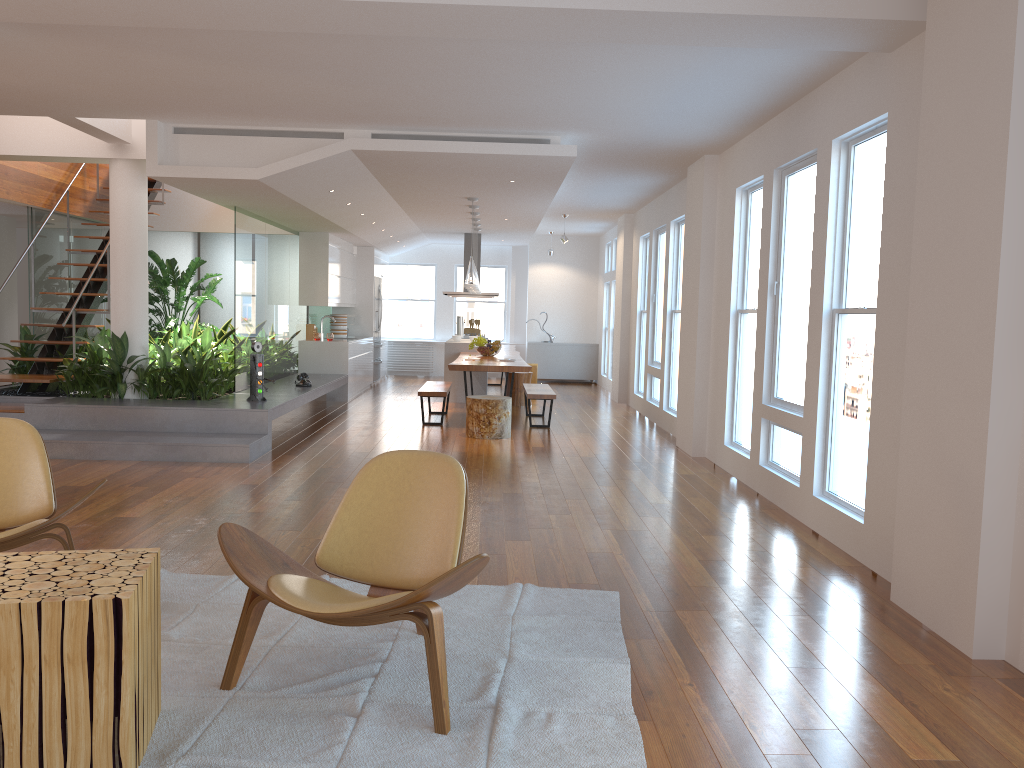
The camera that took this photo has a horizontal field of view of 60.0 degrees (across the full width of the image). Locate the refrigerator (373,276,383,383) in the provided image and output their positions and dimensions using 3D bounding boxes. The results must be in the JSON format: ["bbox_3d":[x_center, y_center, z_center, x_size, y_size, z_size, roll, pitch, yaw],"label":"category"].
[{"bbox_3d":[-2.560,-0.919,14.987,0.725,1.772,0.908,1,5,-1],"label":"refrigerator"}]

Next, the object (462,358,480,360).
[{"bbox_3d":[-0.478,-0.290,10.350,0.222,0.020,0.222,5,6,39],"label":"object"}]

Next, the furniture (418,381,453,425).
[{"bbox_3d":[-0.888,0.219,10.368,0.316,0.389,1.433,1,5,-1],"label":"furniture"}]

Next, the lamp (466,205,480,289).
[{"bbox_3d":[-0.466,-1.674,10.653,0.160,1.060,0.160,4,5,25],"label":"lamp"}]

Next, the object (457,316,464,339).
[{"bbox_3d":[-0.813,-0.904,14.154,0.172,0.356,0.120,-3,6,-43],"label":"object"}]

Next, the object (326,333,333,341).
[{"bbox_3d":[-2.503,-0.647,12.191,0.094,0.106,0.094,2,5,4],"label":"object"}]

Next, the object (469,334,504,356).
[{"bbox_3d":[-0.326,-0.492,11.330,0.394,0.284,0.292,-2,6,-37],"label":"object"}]

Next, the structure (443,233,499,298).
[{"bbox_3d":[-0.645,-2.120,14.492,0.909,1.405,0.900,1,5,-1],"label":"structure"}]

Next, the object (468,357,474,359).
[{"bbox_3d":[-0.478,-0.296,10.349,0.070,0.030,0.079,-2,6,-38],"label":"object"}]

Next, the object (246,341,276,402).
[{"bbox_3d":[-2.351,-0.114,8.333,0.318,0.565,0.134,5,6,35],"label":"object"}]

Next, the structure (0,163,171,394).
[{"bbox_3d":[-3.889,-1.940,10.360,2.552,4.265,4.591,1,5,-1],"label":"structure"}]

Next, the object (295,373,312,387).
[{"bbox_3d":[-2.380,-0.052,10.060,0.216,0.155,0.181,-2,6,-37],"label":"object"}]

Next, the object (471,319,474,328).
[{"bbox_3d":[-0.670,-0.954,15.051,0.057,0.299,0.019,1,5,-1],"label":"object"}]

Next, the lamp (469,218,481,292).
[{"bbox_3d":[-0.500,-1.791,12.094,0.160,1.060,0.160,4,5,25],"label":"lamp"}]

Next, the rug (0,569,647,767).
[{"bbox_3d":[-1.358,1.012,2.443,3.525,0.057,3.478,2,5,3],"label":"rug"}]

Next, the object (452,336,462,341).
[{"bbox_3d":[-0.792,-0.653,12.753,0.152,0.082,0.152,5,6,38],"label":"object"}]

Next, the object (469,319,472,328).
[{"bbox_3d":[-0.705,-0.956,15.069,0.061,0.299,0.040,1,5,-4],"label":"object"}]

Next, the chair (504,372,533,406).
[{"bbox_3d":[0.084,0.062,12.261,0.396,0.455,0.402,1,5,-11],"label":"chair"}]

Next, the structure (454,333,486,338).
[{"bbox_3d":[-0.684,-0.797,14.626,0.520,0.073,0.650,1,5,-1],"label":"structure"}]

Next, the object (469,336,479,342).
[{"bbox_3d":[-0.540,-0.637,12.636,0.152,0.082,0.152,-2,6,-41],"label":"object"}]

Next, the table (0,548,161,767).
[{"bbox_3d":[-1.301,0.788,2.450,0.548,0.534,0.489,0,5,-13],"label":"table"}]

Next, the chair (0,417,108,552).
[{"bbox_3d":[-2.109,0.562,3.620,0.856,0.752,0.867,2,5,4],"label":"chair"}]

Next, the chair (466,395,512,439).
[{"bbox_3d":[-0.237,0.334,9.049,0.460,0.400,0.460,2,5,8],"label":"chair"}]

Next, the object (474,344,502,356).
[{"bbox_3d":[-0.302,-0.427,11.321,0.360,0.159,0.360,-2,6,-38],"label":"object"}]

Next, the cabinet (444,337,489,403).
[{"bbox_3d":[-0.676,-0.273,13.746,0.597,0.832,2.936,1,5,-1],"label":"cabinet"}]

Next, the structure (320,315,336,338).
[{"bbox_3d":[-2.746,-0.762,13.242,0.248,0.536,0.115,1,5,-1],"label":"structure"}]

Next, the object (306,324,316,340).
[{"bbox_3d":[-2.832,-0.734,12.495,0.104,0.222,0.200,1,5,-1],"label":"object"}]

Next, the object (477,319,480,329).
[{"bbox_3d":[-0.570,-0.952,15.074,0.057,0.294,0.030,1,5,-2],"label":"object"}]

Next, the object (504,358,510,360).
[{"bbox_3d":[-0.056,-0.282,10.313,0.079,0.030,0.070,6,6,42],"label":"object"}]

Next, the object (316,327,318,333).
[{"bbox_3d":[-2.824,-0.728,12.745,0.100,0.170,0.173,2,5,0],"label":"object"}]

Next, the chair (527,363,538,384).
[{"bbox_3d":[0.238,-0.106,14.474,0.344,0.430,0.549,2,5,2],"label":"chair"}]

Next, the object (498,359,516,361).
[{"bbox_3d":[-0.056,-0.276,10.313,0.222,0.020,0.222,1,5,-9],"label":"object"}]

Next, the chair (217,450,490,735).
[{"bbox_3d":[-0.442,0.661,2.947,0.867,0.752,0.856,-3,6,-41],"label":"chair"}]

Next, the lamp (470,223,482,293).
[{"bbox_3d":[-0.517,-1.849,12.815,0.160,1.060,0.160,4,5,25],"label":"lamp"}]

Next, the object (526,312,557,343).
[{"bbox_3d":[0.556,-1.048,16.329,0.590,0.563,0.210,-1,5,-30],"label":"object"}]

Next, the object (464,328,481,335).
[{"bbox_3d":[-0.707,-0.877,15.066,0.353,0.157,0.084,1,5,-1],"label":"object"}]

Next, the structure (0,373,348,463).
[{"bbox_3d":[-3.717,0.198,9.873,3.088,0.386,5.584,1,5,-1],"label":"structure"}]

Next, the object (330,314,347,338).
[{"bbox_3d":[-2.699,-0.901,13.788,0.267,0.356,0.266,4,5,24],"label":"object"}]

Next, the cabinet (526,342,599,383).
[{"bbox_3d":[0.922,-0.400,16.434,1.309,0.725,0.420,1,5,-1],"label":"cabinet"}]

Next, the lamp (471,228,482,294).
[{"bbox_3d":[-0.534,-1.908,13.535,0.160,1.060,0.160,4,5,25],"label":"lamp"}]

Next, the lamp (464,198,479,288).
[{"bbox_3d":[-0.449,-1.615,9.933,0.160,1.060,0.160,4,5,25],"label":"lamp"}]

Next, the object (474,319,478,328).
[{"bbox_3d":[-0.606,-0.952,15.055,0.068,0.298,0.039,1,5,-1],"label":"object"}]

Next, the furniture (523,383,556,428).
[{"bbox_3d":[0.304,0.249,10.398,0.316,0.389,1.433,1,5,-1],"label":"furniture"}]

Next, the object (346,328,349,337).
[{"bbox_3d":[-2.744,-0.851,14.179,0.265,0.196,0.284,5,6,41],"label":"object"}]

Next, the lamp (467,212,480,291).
[{"bbox_3d":[-0.483,-1.732,11.374,0.160,1.060,0.160,4,5,25],"label":"lamp"}]

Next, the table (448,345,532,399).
[{"bbox_3d":[-0.311,-0.088,12.368,0.893,0.704,5.996,1,5,-1],"label":"table"}]

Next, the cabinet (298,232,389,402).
[{"bbox_3d":[-2.591,-1.074,14.229,0.676,2.280,4.565,1,5,-1],"label":"cabinet"}]

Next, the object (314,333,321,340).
[{"bbox_3d":[-2.685,-0.655,12.233,0.094,0.106,0.094,2,5,4],"label":"object"}]
